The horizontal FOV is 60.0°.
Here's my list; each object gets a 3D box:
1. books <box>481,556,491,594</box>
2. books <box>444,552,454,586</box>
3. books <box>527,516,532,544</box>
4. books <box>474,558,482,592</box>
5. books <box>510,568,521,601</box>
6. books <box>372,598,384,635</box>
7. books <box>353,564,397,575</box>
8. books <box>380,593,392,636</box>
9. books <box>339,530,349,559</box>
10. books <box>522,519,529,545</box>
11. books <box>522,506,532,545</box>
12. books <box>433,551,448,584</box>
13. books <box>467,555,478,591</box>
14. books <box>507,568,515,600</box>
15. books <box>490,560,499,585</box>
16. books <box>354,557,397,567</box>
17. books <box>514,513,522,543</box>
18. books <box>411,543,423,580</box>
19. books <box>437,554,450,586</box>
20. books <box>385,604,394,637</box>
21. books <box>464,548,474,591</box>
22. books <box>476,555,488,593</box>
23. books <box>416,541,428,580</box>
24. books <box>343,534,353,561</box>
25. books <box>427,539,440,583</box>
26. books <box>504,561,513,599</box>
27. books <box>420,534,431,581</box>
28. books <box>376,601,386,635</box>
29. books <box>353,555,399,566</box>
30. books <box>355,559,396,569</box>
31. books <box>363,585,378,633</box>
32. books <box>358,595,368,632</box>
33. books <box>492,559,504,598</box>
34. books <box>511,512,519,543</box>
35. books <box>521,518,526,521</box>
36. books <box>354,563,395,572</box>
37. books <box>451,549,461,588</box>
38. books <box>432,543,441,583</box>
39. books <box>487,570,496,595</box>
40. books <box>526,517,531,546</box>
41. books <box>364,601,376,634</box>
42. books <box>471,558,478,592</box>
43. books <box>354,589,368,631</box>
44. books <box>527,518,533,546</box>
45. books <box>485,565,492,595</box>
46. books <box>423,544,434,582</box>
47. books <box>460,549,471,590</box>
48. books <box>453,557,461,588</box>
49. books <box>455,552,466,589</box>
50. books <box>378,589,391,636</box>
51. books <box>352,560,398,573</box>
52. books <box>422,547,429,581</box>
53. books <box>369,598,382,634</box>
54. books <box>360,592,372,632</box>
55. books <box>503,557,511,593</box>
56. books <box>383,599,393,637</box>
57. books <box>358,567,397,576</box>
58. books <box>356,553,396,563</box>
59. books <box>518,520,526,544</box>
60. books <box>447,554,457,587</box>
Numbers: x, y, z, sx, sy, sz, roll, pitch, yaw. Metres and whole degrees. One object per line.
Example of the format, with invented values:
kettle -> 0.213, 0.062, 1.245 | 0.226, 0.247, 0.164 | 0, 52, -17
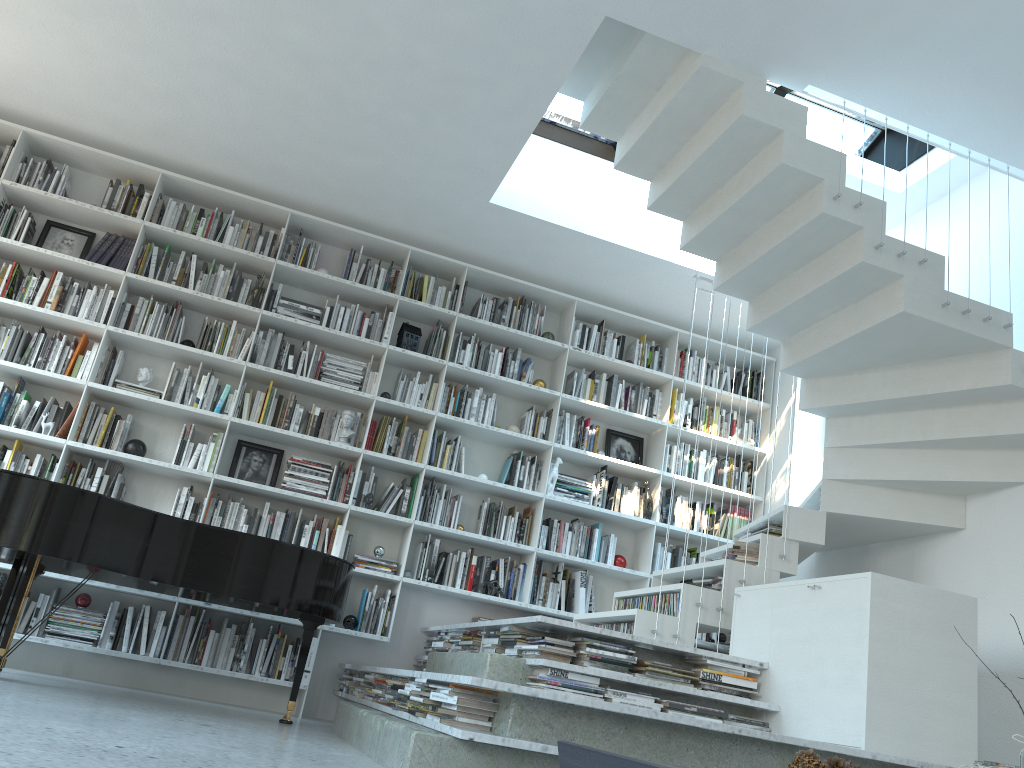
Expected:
books -> -0.198, 1.289, 5.919 | 0.026, 0.262, 0.170 | 15, -20, -14
books -> -0.440, 1.239, 5.858 | 0.029, 0.234, 0.143 | 15, -20, -14
books -> 0.095, 1.034, 6.113 | 0.007, 0.234, 0.132 | 15, -20, -14
books -> -0.249, 1.289, 5.912 | 0.021, 0.241, 0.131 | 15, -20, -14
books -> 0.000, 1.356, 5.951 | 0.025, 0.227, 0.176 | 15, -20, -14
books -> -0.847, 1.458, 5.547 | 0.012, 0.225, 0.149 | 15, -20, -14
books -> -0.883, 1.191, 5.655 | 0.285, 0.012, 0.160 | 14, -20, -9
books -> -0.804, 1.452, 5.576 | 0.015, 0.270, 0.158 | 15, -20, -14
books -> -1.094, 1.061, 5.686 | 0.027, 0.228, 0.141 | 15, -20, -14
books -> 0.067, 1.033, 6.077 | 0.013, 0.203, 0.159 | 15, -20, -14
books -> 0.086, 0.991, 6.088 | 0.007, 0.294, 0.162 | 15, -20, -14
books -> -0.491, 1.222, 5.833 | 0.065, 0.230, 0.162 | 15, -20, -14
books -> -0.289, 1.269, 5.881 | 0.031, 0.243, 0.185 | 15, -20, -14
books -> -0.031, 1.353, 5.947 | 0.013, 0.219, 0.169 | 15, -20, -14
books -> -0.138, 1.312, 5.930 | 0.012, 0.248, 0.165 | 15, -20, -14
books -> -0.872, 1.143, 5.660 | 0.254, 0.012, 0.161 | 15, -20, -14
books -> 0.021, 1.009, 6.077 | 0.021, 0.231, 0.155 | 15, -20, -14
books -> -0.630, 1.174, 5.804 | 0.012, 0.253, 0.161 | 15, -20, -14
books -> -0.457, 1.239, 5.841 | 0.011, 0.216, 0.176 | 15, -20, -14
books -> -0.784, 1.488, 5.571 | 0.012, 0.205, 0.161 | 15, -20, -14
books -> -0.304, 1.240, 5.881 | 0.012, 0.292, 0.175 | 15, -20, -14
books -> -0.220, 1.281, 5.906 | 0.026, 0.261, 0.174 | 15, -20, -14
books -> -0.607, 1.169, 5.791 | 0.023, 0.261, 0.187 | 15, -20, -14
books -> -1.069, 1.077, 5.692 | 0.030, 0.209, 0.137 | 15, -20, -14
books -> -0.535, 1.174, 5.815 | 0.030, 0.293, 0.189 | 15, -20, -14
books -> -0.047, 1.331, 5.961 | 0.021, 0.263, 0.150 | 15, -20, -14
books -> -0.587, 1.149, 5.805 | 0.010, 0.315, 0.187 | 15, -20, -14
books -> -0.832, 1.462, 5.532 | 0.011, 0.211, 0.179 | 15, -20, -14
books -> -0.872, 1.134, 5.673 | 0.285, 0.012, 0.160 | 14, -20, -10
books -> -0.877, 1.158, 5.667 | 0.254, 0.012, 0.161 | 14, -20, -9
books -> -0.901, 1.410, 5.553 | 0.032, 0.299, 0.149 | 15, -20, -14
books -> -0.940, 1.433, 5.531 | 0.012, 0.228, 0.130 | 15, -20, -14
books -> -0.098, 1.313, 5.938 | 0.070, 0.265, 0.186 | 15, -20, -14
books -> -0.009, 0.998, 6.057 | 0.018, 0.228, 0.182 | 15, -20, -14
books -> 0.050, 1.031, 6.083 | 0.016, 0.204, 0.142 | 15, -20, -14
books -> -0.881, 1.179, 5.657 | 0.254, 0.012, 0.161 | 13, -20, -9
books -> -0.393, 1.233, 5.868 | 0.014, 0.267, 0.172 | 15, -20, -14
books -> -0.521, 1.190, 5.826 | 0.010, 0.276, 0.174 | 15, -20, -14
books -> -0.160, 1.338, 5.913 | 0.025, 0.180, 0.169 | 15, -20, -14
books -> 0.085, 1.027, 6.107 | 0.019, 0.240, 0.134 | 15, -20, -14
books -> -0.887, 1.461, 5.541 | 0.013, 0.201, 0.139 | 15, -20, -14
books -> -0.268, 1.283, 5.900 | 0.025, 0.237, 0.157 | 15, -20, -14
books -> -0.943, 1.412, 5.526 | 0.005, 0.263, 0.163 | 15, -20, -14
books -> 0.104, 1.039, 6.105 | 0.009, 0.223, 0.146 | 15, -20, -14
books -> -0.181, 1.320, 5.918 | 0.022, 0.210, 0.136 | 15, -20, -14
books -> -0.563, 1.185, 5.803 | 0.023, 0.255, 0.178 | 15, -20, -14
books -> -0.323, 1.247, 5.897 | 0.012, 0.284, 0.160 | 15, -20, -14
books -> -0.386, 1.260, 5.869 | 0.012, 0.220, 0.153 | 15, -20, -14
books -> -0.361, 1.246, 5.864 | 0.025, 0.251, 0.182 | 15, -20, -14
books -> -0.813, 1.435, 5.554 | 0.021, 0.284, 0.173 | 15, -20, -14
books -> -0.878, 1.167, 5.659 | 0.285, 0.012, 0.160 | 14, -20, -11
books -> -0.590, 1.194, 5.819 | 0.015, 0.239, 0.153 | 15, -20, -14
books -> -0.859, 1.449, 5.527 | 0.026, 0.224, 0.175 | 15, -20, -14
books -> -0.921, 1.424, 5.521 | 0.014, 0.245, 0.177 | 15, -20, -14
books -> -0.060, 1.313, 5.961 | 0.013, 0.292, 0.135 | 15, -20, -14
books -> -0.790, 1.469, 5.561 | 0.013, 0.232, 0.149 | 15, -20, -14
books -> -0.884, 1.201, 5.647 | 0.285, 0.012, 0.160 | 14, -20, -11
books -> -0.869, 1.121, 5.670 | 0.254, 0.012, 0.161 | 12, -20, -6
books -> 0.042, 1.031, 6.049 | 0.016, 0.180, 0.190 | 15, -20, -14
books -> -0.414, 1.247, 5.860 | 0.024, 0.227, 0.160 | 15, -20, -14
